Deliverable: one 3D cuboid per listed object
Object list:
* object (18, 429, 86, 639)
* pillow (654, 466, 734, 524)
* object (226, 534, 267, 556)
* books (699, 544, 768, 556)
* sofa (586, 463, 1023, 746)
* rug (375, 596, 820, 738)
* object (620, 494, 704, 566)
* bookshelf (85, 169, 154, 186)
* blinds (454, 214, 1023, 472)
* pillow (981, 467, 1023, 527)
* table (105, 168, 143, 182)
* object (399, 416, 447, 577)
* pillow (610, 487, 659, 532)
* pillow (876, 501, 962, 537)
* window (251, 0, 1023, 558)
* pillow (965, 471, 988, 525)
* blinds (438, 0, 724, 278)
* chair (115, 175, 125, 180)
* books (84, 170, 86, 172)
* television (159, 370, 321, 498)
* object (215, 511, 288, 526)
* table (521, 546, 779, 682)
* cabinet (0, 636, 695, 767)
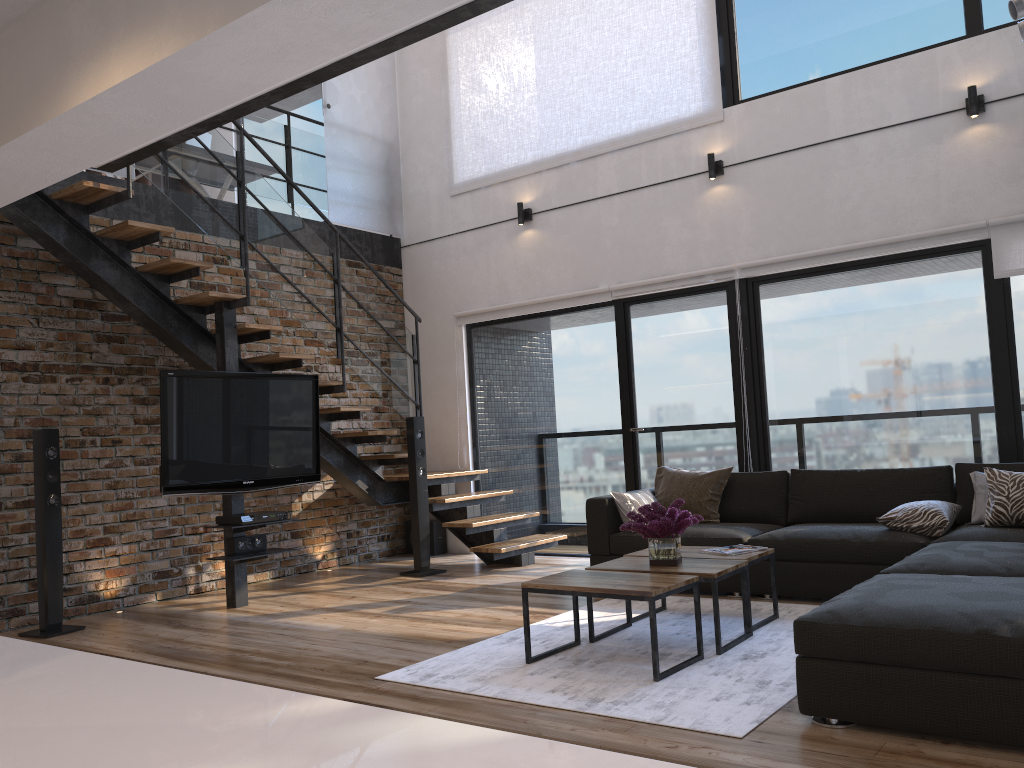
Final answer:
[{"bbox_3d":[-2.747,0.869,5.260,0.271,1.205,0.271,-5,-3,27],"label":"object"},{"bbox_3d":[1.170,0.744,5.963,0.610,0.382,0.265,-6,-4,37],"label":"pillow"},{"bbox_3d":[-1.717,1.040,5.744,0.089,0.112,0.247,-6,-4,37],"label":"object"},{"bbox_3d":[1.121,0.839,4.484,0.295,0.013,0.229,-1,-4,-32],"label":"books"},{"bbox_3d":[1.391,0.827,4.393,3.046,0.700,2.999,-6,-5,37],"label":"sofa"},{"bbox_3d":[0.702,1.197,4.117,1.638,0.003,2.113,-6,-5,37],"label":"rug"},{"bbox_3d":[0.718,0.678,4.181,0.342,0.342,0.375,-6,-4,38],"label":"object"},{"bbox_3d":[-4.633,-2.258,9.322,0.307,2.279,2.717,-5,-4,37],"label":"bookshelf"},{"bbox_3d":[1.673,0.154,6.281,5.373,2.042,0.095,-6,-4,37],"label":"blinds"},{"bbox_3d":[2.712,0.582,4.570,0.532,0.314,0.250,-6,-4,41],"label":"pillow"},{"bbox_3d":[-2.943,-1.636,7.582,0.744,0.635,1.860,-6,-4,37],"label":"table"},{"bbox_3d":[-0.714,0.854,6.816,0.271,1.205,0.271,-6,-4,42],"label":"object"},{"bbox_3d":[0.851,0.816,5.780,0.212,0.265,0.498,-6,-4,37],"label":"pillow"},{"bbox_3d":[2.252,0.736,4.882,0.356,0.177,0.531,-6,-4,35],"label":"pillow"},{"bbox_3d":[0.422,-1.306,5.162,13.407,5.563,5.664,-6,-4,37],"label":"window"},{"bbox_3d":[2.756,0.613,4.732,0.612,0.293,0.234,-6,-4,37],"label":"pillow"},{"bbox_3d":[-0.989,-2.472,7.139,10.206,2.973,1.996,-4,-3,15],"label":"blinds"},{"bbox_3d":[-3.419,-1.676,7.992,0.580,0.821,0.556,-5,-3,24],"label":"chair"},{"bbox_3d":[-4.558,-2.176,9.352,0.174,0.245,0.039,-6,-4,37],"label":"books"},{"bbox_3d":[-1.748,0.319,5.750,0.136,0.782,1.207,-5,-4,37],"label":"television"},{"bbox_3d":[-1.668,0.862,5.700,0.275,0.058,0.360,-6,-5,37],"label":"object"},{"bbox_3d":[0.710,1.023,4.159,0.698,0.350,1.298,-6,-5,37],"label":"table"},{"bbox_3d":[-2.573,-0.027,1.323,9.122,2.869,2.474,-6,-4,37],"label":"cabinet"}]
